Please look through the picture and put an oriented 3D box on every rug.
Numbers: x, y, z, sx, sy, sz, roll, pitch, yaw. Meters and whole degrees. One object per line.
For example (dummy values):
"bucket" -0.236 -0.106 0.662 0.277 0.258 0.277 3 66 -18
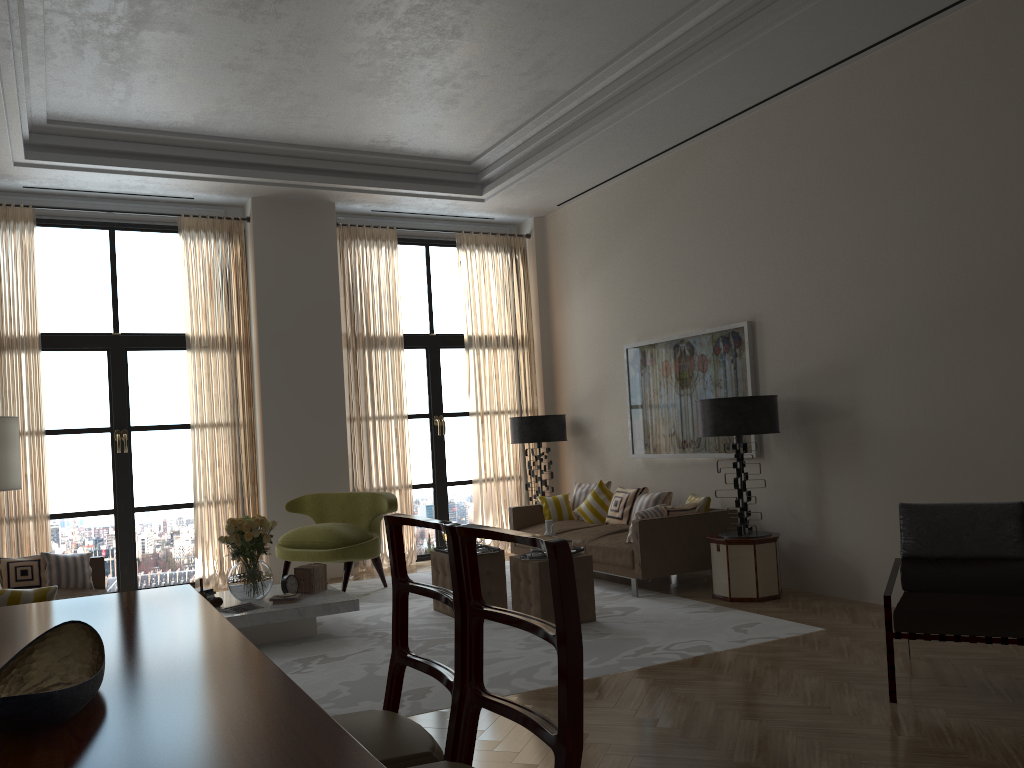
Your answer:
"rug" -1.132 2.304 8.690 5.515 0.065 5.740 -2 -4 -27

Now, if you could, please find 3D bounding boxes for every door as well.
"door" -4.929 0.316 11.205 3.256 4.763 0.240 -2 -2 -27
"door" -1.115 0.211 13.174 3.084 4.763 0.240 -2 -2 -27

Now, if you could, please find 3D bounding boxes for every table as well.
"table" -1.776 1.552 3.040 1.799 1.026 3.806 -2 -3 -27
"table" -2.446 2.229 8.478 1.583 0.343 1.502 -2 -4 -27

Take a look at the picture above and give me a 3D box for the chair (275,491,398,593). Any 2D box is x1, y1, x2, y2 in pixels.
"chair" -2.198 1.935 10.632 1.792 1.212 1.029 -5 -3 30

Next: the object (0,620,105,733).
"object" -1.465 0.921 2.777 0.331 0.164 1.085 -2 -3 -17

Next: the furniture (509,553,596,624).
"furniture" 0.377 1.924 8.341 0.613 0.615 0.614 -2 -3 -27

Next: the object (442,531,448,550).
"object" -0.678 1.627 9.217 0.098 0.191 0.098 -1 -3 -45

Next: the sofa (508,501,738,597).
"sofa" 1.232 1.920 10.782 1.351 0.819 2.984 -2 -3 -27

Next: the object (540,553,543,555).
"object" 0.276 1.576 8.204 0.052 0.027 0.080 -4 -3 20

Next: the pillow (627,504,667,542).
"pillow" 1.449 1.528 9.595 0.498 0.427 0.327 -1 -3 -39

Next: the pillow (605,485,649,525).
"pillow" 1.427 1.554 11.050 0.403 0.547 0.618 -2 -3 -24

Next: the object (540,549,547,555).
"object" 0.291 1.563 8.408 0.176 0.105 0.136 -2 -3 -31

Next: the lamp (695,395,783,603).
"lamp" 2.351 1.149 9.054 0.829 2.017 0.831 -2 -2 -27

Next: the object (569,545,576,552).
"object" 0.518 1.570 8.420 0.176 0.067 0.176 -2 -3 -28

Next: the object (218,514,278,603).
"object" -2.469 1.658 8.432 0.539 0.821 0.628 -2 -3 -32

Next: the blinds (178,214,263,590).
"blinds" -3.791 0.259 11.541 0.873 4.870 0.419 -2 -2 -24

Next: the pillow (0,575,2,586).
"pillow" -4.755 1.758 7.949 0.296 0.475 0.516 -3 -2 -6

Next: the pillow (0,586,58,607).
"pillow" -3.325 1.577 6.028 0.482 0.432 0.318 -2 -2 -17

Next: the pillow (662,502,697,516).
"pillow" 1.790 1.519 9.730 0.464 0.411 0.304 -2 -3 -29

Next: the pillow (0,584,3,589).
"pillow" -4.141 1.632 6.863 0.403 0.547 0.618 -2 -3 -24

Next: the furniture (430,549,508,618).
"furniture" -0.445 2.012 9.075 0.613 0.615 0.614 -2 -3 -27

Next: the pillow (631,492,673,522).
"pillow" 1.657 1.587 10.738 0.371 0.565 0.660 -2 -3 -32

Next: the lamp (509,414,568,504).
"lamp" 0.427 1.471 12.816 0.829 2.017 0.831 -2 -2 -23

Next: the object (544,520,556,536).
"object" 0.364 1.467 8.552 0.113 0.305 0.125 -4 -2 10

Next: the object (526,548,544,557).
"object" 0.218 1.563 8.236 0.176 0.067 0.176 -6 -4 38

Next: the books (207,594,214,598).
"books" -3.007 2.034 8.438 0.207 0.024 0.262 -5 -4 26

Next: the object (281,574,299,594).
"object" -2.133 1.939 8.530 0.082 0.209 0.205 -4 -3 24

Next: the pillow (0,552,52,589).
"pillow" -4.497 1.788 8.179 0.464 0.411 0.304 -2 -3 -29

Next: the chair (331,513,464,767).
"chair" -0.591 1.233 2.960 0.877 1.504 0.657 -2 -2 -27

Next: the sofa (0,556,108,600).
"sofa" -3.904 2.003 7.110 1.351 0.819 2.984 -2 -3 -27

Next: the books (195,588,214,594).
"books" -3.015 1.982 8.441 0.207 0.030 0.260 -5 -4 30

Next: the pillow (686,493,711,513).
"pillow" 2.045 1.486 9.963 0.296 0.475 0.516 -3 -2 -6

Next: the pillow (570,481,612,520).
"pillow" 1.033 1.603 11.933 0.624 0.575 0.355 -5 -3 41

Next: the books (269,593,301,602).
"books" -2.114 1.992 8.272 0.255 0.026 0.202 -3 -3 -2

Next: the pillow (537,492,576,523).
"pillow" 0.616 1.686 11.883 0.482 0.432 0.318 -2 -2 -17

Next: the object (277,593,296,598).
"object" -2.107 1.971 8.283 0.139 0.019 0.137 0 -4 -43

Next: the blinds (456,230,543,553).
"blinds" -0.172 0.159 13.408 1.241 4.870 0.419 -2 -2 -25

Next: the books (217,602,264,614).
"books" -2.473 2.015 8.000 0.384 0.038 0.281 -6 -4 35

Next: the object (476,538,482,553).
"object" -0.330 1.585 8.832 0.098 0.191 0.098 -2 -2 -28

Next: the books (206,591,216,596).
"books" -3.012 2.010 8.451 0.230 0.024 0.280 -5 -4 28

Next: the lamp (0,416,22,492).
"lamp" -5.484 1.481 9.151 0.768 2.253 0.767 -4 -2 26

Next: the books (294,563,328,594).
"books" -1.981 1.915 8.727 0.211 0.264 0.282 -4 -3 23

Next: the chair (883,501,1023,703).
"chair" 2.937 1.373 5.757 0.878 1.134 1.134 -4 -3 28

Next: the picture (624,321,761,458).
"picture" 2.075 0.142 10.577 0.080 1.479 2.270 -2 -3 -29

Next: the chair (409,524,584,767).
"chair" -0.285 1.183 2.390 0.877 1.504 0.657 -2 -2 -27

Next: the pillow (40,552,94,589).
"pillow" -4.156 1.773 8.315 0.498 0.427 0.327 -1 -3 -39

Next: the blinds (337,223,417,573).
"blinds" -1.928 0.207 12.503 0.959 4.870 0.420 -2 -2 -25

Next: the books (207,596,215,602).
"books" -3.007 2.064 8.448 0.207 0.035 0.280 -5 -4 30

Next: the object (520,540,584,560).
"object" 0.383 1.566 8.362 0.441 0.101 0.721 -5 -4 26

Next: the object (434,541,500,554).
"object" -0.468 1.666 9.079 0.490 0.092 0.803 -2 -4 -27

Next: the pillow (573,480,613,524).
"pillow" 1.143 1.558 11.545 0.767 0.616 0.355 -4 -2 17

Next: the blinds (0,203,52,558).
"blinds" -5.916 0.323 10.444 0.780 4.882 0.420 -2 -2 -25

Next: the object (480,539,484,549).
"object" -0.309 1.602 9.159 0.098 0.191 0.098 -3 -2 -2

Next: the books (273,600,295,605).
"books" -2.122 2.016 8.266 0.197 0.024 0.256 -3 -3 -10
